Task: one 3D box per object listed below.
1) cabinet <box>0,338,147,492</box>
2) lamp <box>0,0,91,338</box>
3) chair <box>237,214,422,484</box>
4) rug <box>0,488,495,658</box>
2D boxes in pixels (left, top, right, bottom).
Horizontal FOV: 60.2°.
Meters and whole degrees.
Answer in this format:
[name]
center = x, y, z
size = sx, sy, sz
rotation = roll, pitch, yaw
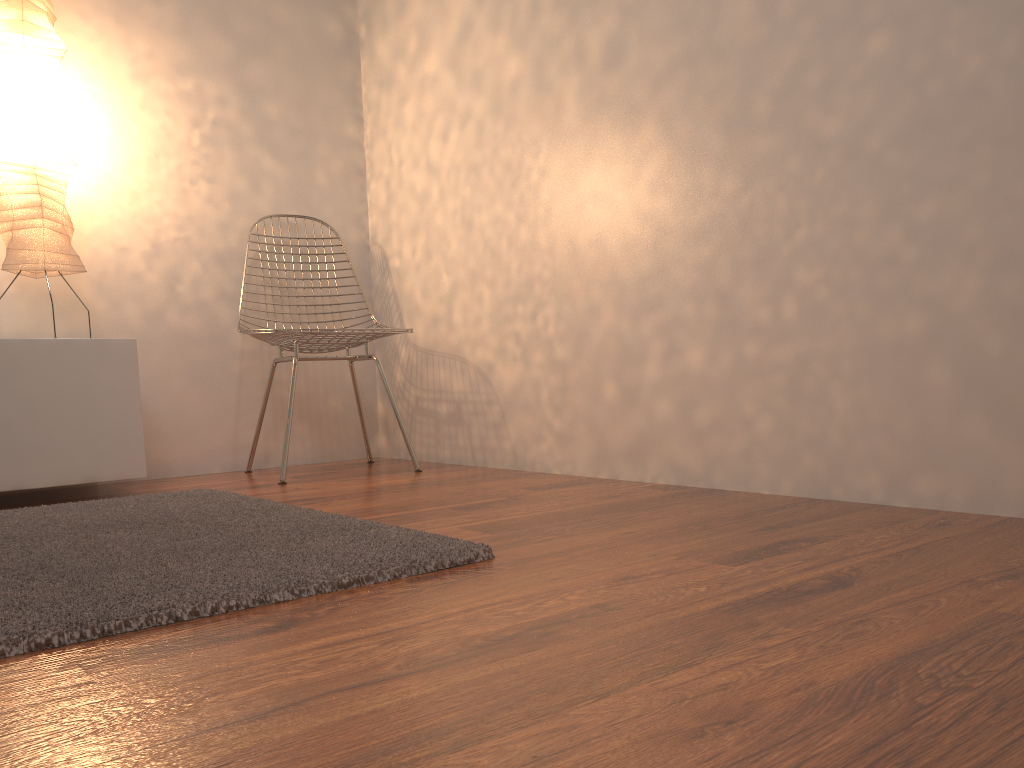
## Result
[cabinet]
center = -1.869, 0.101, 2.059
size = 1.818, 0.394, 0.402
rotation = -3, 3, -39
[lamp]
center = -1.369, -0.669, 2.503
size = 0.271, 1.108, 0.258
rotation = -1, 6, 6
[chair]
center = -0.639, -0.154, 2.958
size = 0.540, 0.909, 0.560
rotation = -4, 5, -29
[rug]
center = -1.232, 0.331, 1.331
size = 2.055, 0.009, 1.281
rotation = -2, 1, -39
